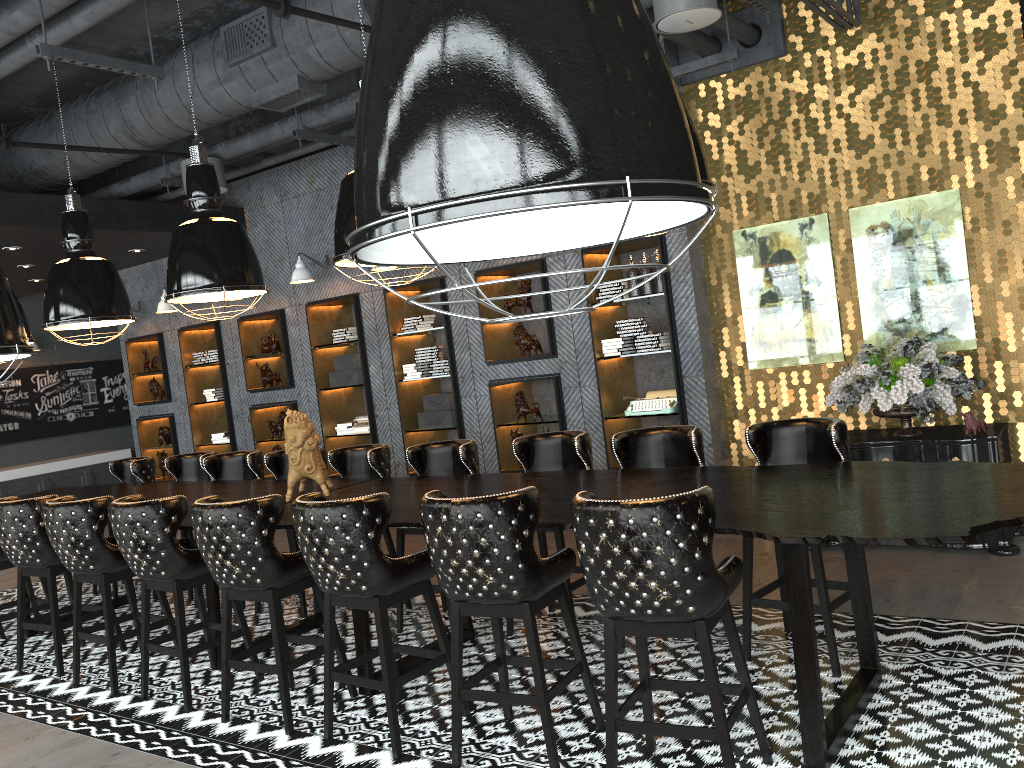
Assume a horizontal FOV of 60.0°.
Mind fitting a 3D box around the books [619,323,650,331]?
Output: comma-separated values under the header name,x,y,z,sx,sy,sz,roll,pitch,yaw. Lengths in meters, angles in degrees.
name,x,y,z,sx,sy,sz,roll,pitch,yaw
books,0.995,-0.464,7.237,0.245,0.028,0.193,-7,2,5

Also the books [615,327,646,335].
name,x,y,z,sx,sy,sz,roll,pitch,yaw
books,0.967,-0.430,7.208,0.245,0.028,0.194,-7,2,11

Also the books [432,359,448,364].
name,x,y,z,sx,sy,sz,roll,pitch,yaw
books,-0.603,-0.222,8.415,0.245,0.028,0.194,-6,3,30

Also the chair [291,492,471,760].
name,x,y,z,sx,sy,sz,roll,pitch,yaw
chair,-0.624,1.007,3.935,0.504,1.092,0.568,-6,2,39

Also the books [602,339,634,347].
name,x,y,z,sx,sy,sz,roll,pitch,yaw
books,0.877,-0.338,7.295,0.193,0.028,0.246,-6,3,30

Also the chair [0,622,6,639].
name,x,y,z,sx,sy,sz,roll,pitch,yaw
chair,-4.117,1.354,6.397,0.504,1.092,0.568,-6,3,45

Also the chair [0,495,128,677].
name,x,y,z,sx,sy,sz,roll,pitch,yaw
chair,-2.914,1.232,5.612,0.504,1.092,0.568,-6,2,32

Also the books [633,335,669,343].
name,x,y,z,sx,sy,sz,roll,pitch,yaw
books,1.136,-0.366,7.170,0.245,0.028,0.194,-5,3,41

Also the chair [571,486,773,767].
name,x,y,z,sx,sy,sz,roll,pitch,yaw
chair,0.538,0.892,3.101,0.504,1.092,0.568,-6,2,28

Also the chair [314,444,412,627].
name,x,y,z,sx,sy,sz,roll,pitch,yaw
chair,-1.030,0.980,5.902,0.504,1.092,0.568,-6,3,43

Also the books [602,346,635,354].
name,x,y,z,sx,sy,sz,roll,pitch,yaw
books,0.894,-0.281,7.260,0.246,0.028,0.193,-9,3,-34

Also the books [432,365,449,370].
name,x,y,z,sx,sy,sz,roll,pitch,yaw
books,-0.605,-0.166,8.436,0.245,0.028,0.194,-6,3,31

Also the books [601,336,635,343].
name,x,y,z,sx,sy,sz,roll,pitch,yaw
books,0.873,-0.365,7.293,0.193,0.028,0.246,-6,3,33

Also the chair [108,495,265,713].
name,x,y,z,sx,sy,sz,roll,pitch,yaw
chair,-1.788,1.123,4.762,0.504,1.092,0.568,-6,2,40

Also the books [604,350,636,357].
name,x,y,z,sx,sy,sz,roll,pitch,yaw
books,0.910,-0.257,7.313,0.246,0.028,0.193,-9,3,-40

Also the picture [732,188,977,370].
name,x,y,z,sx,sy,sz,roll,pitch,yaw
picture,2.396,-0.704,6.353,1.573,1.072,0.022,-6,2,35

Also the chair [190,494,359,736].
name,x,y,z,sx,sy,sz,roll,pitch,yaw
chair,-1.197,1.065,4.310,0.504,1.092,0.568,-6,2,33

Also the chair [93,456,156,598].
name,x,y,z,sx,sy,sz,roll,pitch,yaw
chair,-3.284,1.201,7.572,0.504,1.092,0.568,-6,3,44

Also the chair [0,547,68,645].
name,x,y,z,sx,sy,sz,roll,pitch,yaw
chair,-3.489,1.289,6.034,0.504,1.092,0.568,-6,3,44

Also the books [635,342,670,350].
name,x,y,z,sx,sy,sz,roll,pitch,yaw
books,1.148,-0.309,7.144,0.194,0.028,0.245,-9,3,-42

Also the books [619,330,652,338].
name,x,y,z,sx,sy,sz,roll,pitch,yaw
books,1.012,-0.409,7.251,0.245,0.028,0.194,-7,2,18

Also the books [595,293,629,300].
name,x,y,z,sx,sy,sz,roll,pitch,yaw
books,0.836,-0.724,7.312,0.245,0.028,0.194,-5,3,39

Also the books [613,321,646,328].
name,x,y,z,sx,sy,sz,roll,pitch,yaw
books,0.963,-0.488,7.249,0.245,0.028,0.194,-7,2,15

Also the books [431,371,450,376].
name,x,y,z,sx,sy,sz,roll,pitch,yaw
books,-0.609,-0.107,8.409,0.245,0.028,0.194,-5,3,39

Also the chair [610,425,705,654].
name,x,y,z,sx,sy,sz,roll,pitch,yaw
chair,0.800,0.795,4.679,0.504,1.092,0.568,-6,2,28

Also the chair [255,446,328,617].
name,x,y,z,sx,sy,sz,roll,pitch,yaw
chair,-1.546,1.028,6.348,0.504,1.092,0.568,-6,2,30

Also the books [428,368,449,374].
name,x,y,z,sx,sy,sz,roll,pitch,yaw
books,-0.646,-0.130,8.395,0.194,0.028,0.245,-9,3,-44

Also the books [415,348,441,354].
name,x,y,z,sx,sy,sz,roll,pitch,yaw
books,-0.805,-0.313,8.497,0.245,0.028,0.193,-7,2,-4

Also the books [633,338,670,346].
name,x,y,z,sx,sy,sz,roll,pitch,yaw
books,1.135,-0.337,7.162,0.245,0.028,0.194,-6,3,37

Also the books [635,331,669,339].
name,x,y,z,sx,sy,sz,roll,pitch,yaw
books,1.149,-0.395,7.157,0.245,0.028,0.194,-6,3,34

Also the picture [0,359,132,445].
name,x,y,z,sx,sy,sz,roll,pitch,yaw
picture,-7.965,0.413,12.693,0.200,1.102,12.475,-6,3,35

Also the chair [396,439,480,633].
name,x,y,z,sx,sy,sz,roll,pitch,yaw
chair,-0.424,0.921,5.446,0.504,1.092,0.568,-6,2,37

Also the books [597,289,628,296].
name,x,y,z,sx,sy,sz,roll,pitch,yaw
books,0.857,-0.755,7.294,0.245,0.028,0.194,-6,3,37

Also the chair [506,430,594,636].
name,x,y,z,sx,sy,sz,roll,pitch,yaw
chair,0.245,0.848,5.130,0.504,1.092,0.568,-6,2,37

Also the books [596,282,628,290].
name,x,y,z,sx,sy,sz,roll,pitch,yaw
books,0.847,-0.811,7.307,0.245,0.028,0.194,-5,3,38

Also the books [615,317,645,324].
name,x,y,z,sx,sy,sz,roll,pitch,yaw
books,0.963,-0.517,7.253,0.245,0.028,0.193,-7,2,6

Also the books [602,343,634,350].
name,x,y,z,sx,sy,sz,roll,pitch,yaw
books,0.886,-0.311,7.303,0.193,0.028,0.246,-6,3,37

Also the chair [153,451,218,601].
name,x,y,z,sx,sy,sz,roll,pitch,yaw
chair,-2.621,1.130,7.227,0.504,1.092,0.568,-6,2,32

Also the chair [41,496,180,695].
name,x,y,z,sx,sy,sz,roll,pitch,yaw
chair,-2.360,1.179,5.182,0.504,1.092,0.568,-6,2,38

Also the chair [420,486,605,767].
name,x,y,z,sx,sy,sz,roll,pitch,yaw
chair,-0.028,0.946,3.564,0.504,1.092,0.568,-6,2,29

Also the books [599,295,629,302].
name,x,y,z,sx,sy,sz,roll,pitch,yaw
books,0.869,-0.700,7.304,0.245,0.028,0.194,-5,3,40

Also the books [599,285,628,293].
name,x,y,z,sx,sy,sz,roll,pitch,yaw
books,0.867,-0.784,7.295,0.245,0.028,0.194,-6,3,35

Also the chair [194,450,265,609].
name,x,y,z,sx,sy,sz,roll,pitch,yaw
chair,-2.118,1.085,6.754,0.504,1.092,0.568,-6,2,26

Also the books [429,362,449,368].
name,x,y,z,sx,sy,sz,roll,pitch,yaw
books,-0.636,-0.190,8.430,0.245,0.028,0.194,-6,3,25

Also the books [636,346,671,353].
name,x,y,z,sx,sy,sz,roll,pitch,yaw
books,1.152,-0.281,7.144,0.245,0.028,0.194,-6,3,36

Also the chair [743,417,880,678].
name,x,y,z,sx,sy,sz,roll,pitch,yaw
chair,1.387,0.737,4.269,0.504,1.092,0.568,-6,3,44
